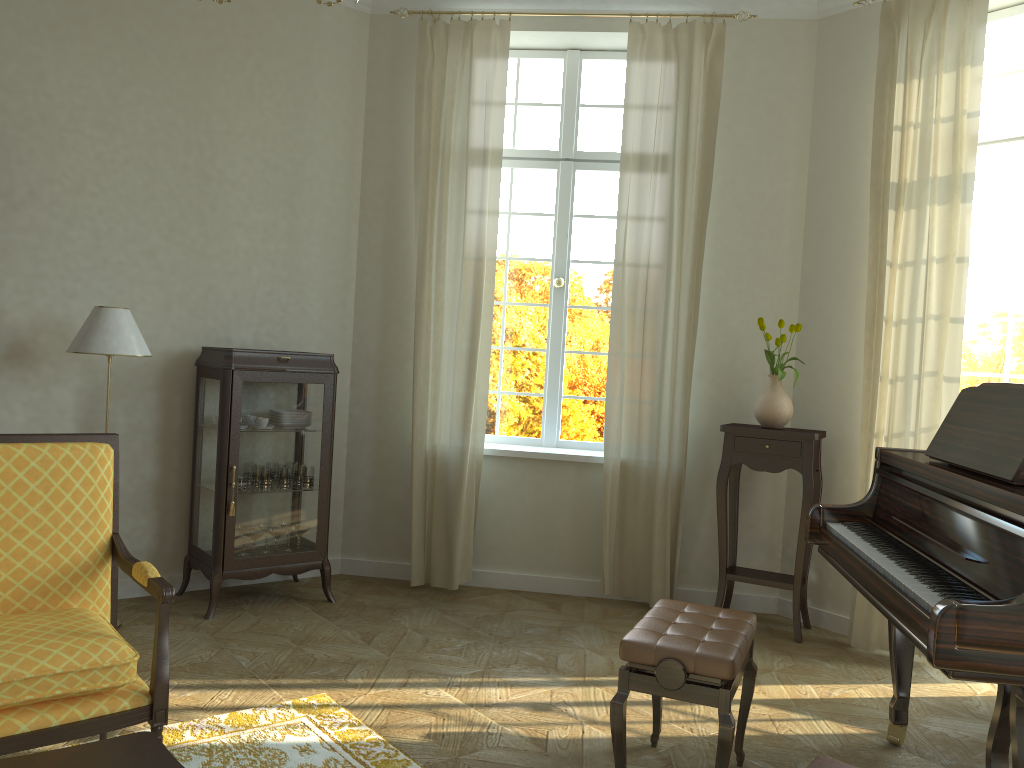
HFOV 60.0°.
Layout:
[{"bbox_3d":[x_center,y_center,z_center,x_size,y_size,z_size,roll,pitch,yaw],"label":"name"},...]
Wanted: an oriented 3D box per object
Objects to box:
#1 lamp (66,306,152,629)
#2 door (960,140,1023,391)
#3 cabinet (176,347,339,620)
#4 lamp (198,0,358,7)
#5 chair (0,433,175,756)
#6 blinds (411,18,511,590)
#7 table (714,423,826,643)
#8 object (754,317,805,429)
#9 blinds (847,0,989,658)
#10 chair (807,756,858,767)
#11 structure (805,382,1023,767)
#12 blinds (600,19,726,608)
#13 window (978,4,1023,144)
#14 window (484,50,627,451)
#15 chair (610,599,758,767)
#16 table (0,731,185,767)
[{"bbox_3d":[-1.971,0.404,4.291,0.380,1.552,0.381,2,2,-33],"label":"lamp"},{"bbox_3d":[2.612,0.109,4.195,0.425,2.690,1.385,2,2,-37],"label":"door"},{"bbox_3d":[-1.381,0.506,4.911,0.733,1.386,0.542,2,2,-38],"label":"cabinet"},{"bbox_3d":[-0.476,-1.522,1.676,0.661,1.466,0.662,4,2,22],"label":"lamp"},{"bbox_3d":[-1.694,0.710,2.372,1.389,1.083,0.680,2,2,-38],"label":"chair"},{"bbox_3d":[-0.385,-0.471,5.269,0.554,3.385,0.162,4,2,12],"label":"blinds"},{"bbox_3d":[1.421,0.801,4.947,0.522,1.114,0.344,4,2,27],"label":"table"},{"bbox_3d":[1.468,-0.059,4.920,0.264,0.609,0.242,3,2,-13],"label":"object"},{"bbox_3d":[2.032,-0.300,4.509,0.159,3.386,0.552,2,2,-41],"label":"blinds"},{"bbox_3d":[-0.185,0.851,0.723,0.671,1.083,0.730,5,2,37],"label":"chair"},{"bbox_3d":[2.002,0.745,2.723,1.856,1.439,1.514,4,2,7],"label":"structure"},{"bbox_3d":[0.853,-0.393,5.164,0.552,3.381,0.159,4,2,10],"label":"blinds"},{"bbox_3d":[2.859,-1.587,4.256,0.055,0.680,1.380,2,2,-38],"label":"window"},{"bbox_3d":[0.316,-0.855,5.663,1.400,2.550,0.181,4,2,7],"label":"window"},{"bbox_3d":[0.597,1.092,3.019,0.385,0.563,0.638,4,2,22],"label":"chair"},{"bbox_3d":[-0.949,1.082,1.500,0.932,0.494,0.922,2,2,-36],"label":"table"}]
